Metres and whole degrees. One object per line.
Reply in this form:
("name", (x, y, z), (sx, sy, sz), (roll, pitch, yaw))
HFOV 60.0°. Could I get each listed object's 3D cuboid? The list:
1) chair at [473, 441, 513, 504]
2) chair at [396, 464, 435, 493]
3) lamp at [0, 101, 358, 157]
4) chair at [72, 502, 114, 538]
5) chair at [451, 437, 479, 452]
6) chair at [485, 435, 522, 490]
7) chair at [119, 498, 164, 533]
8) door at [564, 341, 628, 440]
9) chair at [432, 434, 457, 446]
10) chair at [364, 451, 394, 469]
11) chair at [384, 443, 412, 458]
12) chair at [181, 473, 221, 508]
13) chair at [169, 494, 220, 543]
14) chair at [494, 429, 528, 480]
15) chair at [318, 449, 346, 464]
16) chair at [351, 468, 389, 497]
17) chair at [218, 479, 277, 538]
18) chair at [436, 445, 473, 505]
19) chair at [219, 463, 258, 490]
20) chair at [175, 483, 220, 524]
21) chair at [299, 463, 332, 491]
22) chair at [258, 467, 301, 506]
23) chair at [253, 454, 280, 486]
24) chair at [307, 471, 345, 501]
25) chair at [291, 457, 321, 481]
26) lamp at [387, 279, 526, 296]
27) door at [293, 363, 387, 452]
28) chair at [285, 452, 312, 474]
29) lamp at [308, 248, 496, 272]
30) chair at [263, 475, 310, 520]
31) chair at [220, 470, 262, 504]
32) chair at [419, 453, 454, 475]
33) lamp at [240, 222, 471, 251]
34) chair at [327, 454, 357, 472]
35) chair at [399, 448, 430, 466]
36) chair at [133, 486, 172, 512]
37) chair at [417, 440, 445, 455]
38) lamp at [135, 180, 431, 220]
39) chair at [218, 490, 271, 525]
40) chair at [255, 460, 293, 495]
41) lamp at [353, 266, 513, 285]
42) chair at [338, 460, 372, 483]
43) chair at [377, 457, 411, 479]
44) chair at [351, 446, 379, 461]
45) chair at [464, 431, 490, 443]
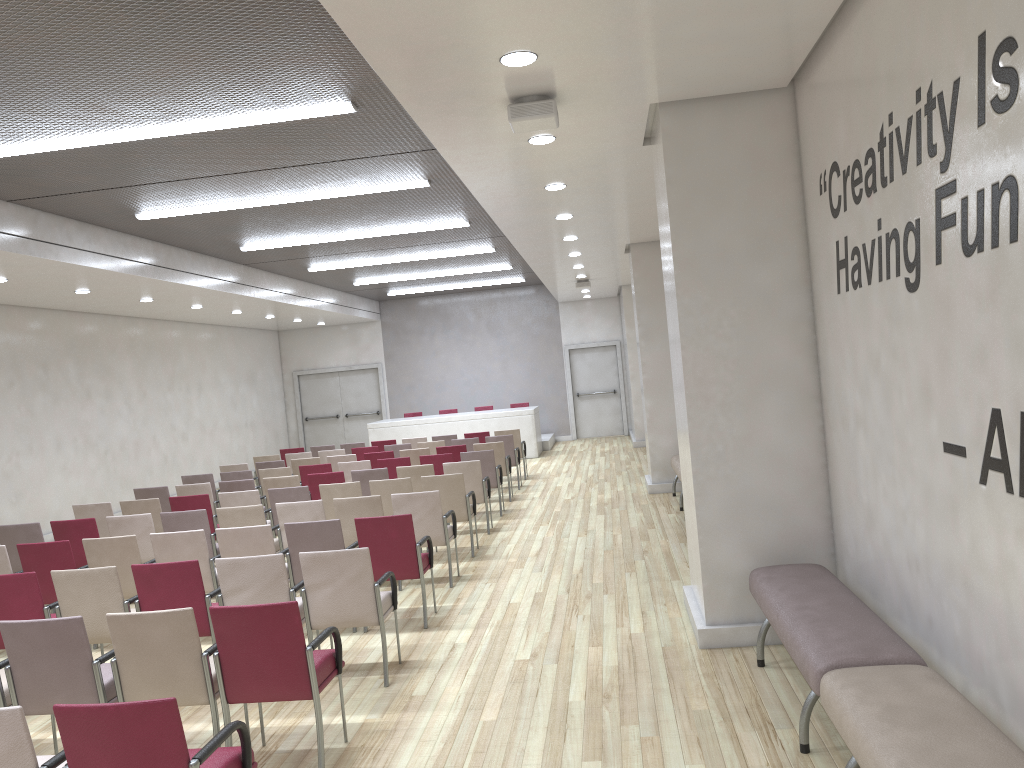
("chair", (-0.275, 1.285, 13.132), (0.513, 0.890, 0.640), (-5, 1, 6))
("chair", (-1.078, 1.395, 10.740), (0.513, 0.890, 0.640), (-5, 1, 6))
("lamp", (-2.822, -1.934, 6.872), (3.304, 0.045, 0.198), (-5, 1, 6))
("chair", (-4.469, 1.725, 9.873), (0.513, 0.890, 0.640), (-5, 1, 7))
("chair", (-0.676, 1.304, 14.403), (0.513, 0.890, 0.640), (-5, 1, 6))
("chair", (-0.133, 1.254, 14.342), (0.513, 0.890, 0.640), (-5, 1, 7))
("chair", (-3.931, 1.675, 9.813), (0.513, 0.890, 0.640), (-5, 1, 6))
("door", (2.131, 0.166, 22.420), (1.400, 2.400, 0.200), (-5, 1, 6))
("chair", (-1.102, 1.325, 15.688), (0.513, 0.890, 0.640), (-5, 1, 7))
("chair", (-1.891, 1.434, 13.298), (0.513, 0.890, 0.640), (-5, 1, 5))
("chair", (-1.766, 1.404, 14.523), (0.513, 0.890, 0.640), (-5, 1, 6))
("chair", (-4.207, 1.664, 12.324), (0.513, 0.890, 0.640), (-5, 1, 5))
("chair", (-3.379, 1.625, 9.751), (0.513, 0.890, 0.640), (-5, 1, 6))
("chair", (-0.016, 1.225, 15.567), (0.513, 0.890, 0.640), (-5, 1, 7))
("chair", (-2.861, 1.504, 14.654), (0.513, 0.890, 0.640), (-5, 1, 5))
("chair", (-1.624, 1.445, 10.807), (0.513, 0.890, 0.640), (-5, 1, 6))
("chair", (-3.249, 1.595, 10.971), (0.513, 0.890, 0.640), (-5, 1, 7))
("chair", (-0.818, 1.335, 13.193), (0.513, 0.890, 0.640), (-5, 1, 6))
("chair", (-4.084, 1.635, 13.535), (0.513, 0.890, 0.640), (-5, 1, 7))
("chair", (-3.793, 1.645, 11.029), (0.513, 0.890, 0.640), (-5, 1, 7))
("chair", (-2.568, 1.514, 12.151), (0.513, 0.890, 0.640), (-5, 1, 6))
("chair", (-3.121, 1.565, 12.201), (0.513, 0.890, 0.640), (-5, 1, 6))
("chair", (-3.945, 1.604, 14.770), (0.513, 0.890, 0.640), (-5, 1, 5))
("chair", (-2.158, 1.494, 10.871), (0.513, 0.890, 0.640), (-5, 1, 6))
("chair", (-2.995, 1.535, 13.430), (0.513, 0.890, 0.640), (-5, 1, 5))
("lamp", (-1.325, -2.281, 21.013), (3.304, 0.045, 0.198), (-5, 1, 6))
("door", (-4.428, 0.768, 23.130), (2.373, 2.400, 0.200), (-5, 1, 6))
("chair", (-3.402, 1.554, 14.701), (0.513, 0.890, 0.640), (-5, 1, 6))
("lamp", (-1.921, -2.143, 15.387), (3.304, 0.045, 0.198), (-5, 1, 6))
("chair", (-2.699, 1.544, 10.909), (0.513, 0.890, 0.640), (-5, 1, 6))
("chair", (-3.658, 1.614, 12.258), (0.513, 0.890, 0.640), (-5, 1, 6))
("chair", (-0.931, 1.363, 11.967), (0.513, 0.890, 0.640), (-5, 1, 6))
("lamp", (-2.224, -2.073, 12.522), (3.304, 0.045, 0.198), (-5, 1, 6))
("chair", (-2.442, 1.484, 13.359), (0.513, 0.890, 0.640), (-5, 1, 7))
("chair", (-1.359, 1.385, 13.251), (0.513, 0.890, 0.640), (-5, 1, 6))
("chair", (-4.331, 1.694, 11.102), (0.513, 0.890, 0.640), (-5, 1, 7))
("chair", (-1.228, 1.354, 14.477), (0.513, 0.890, 0.640), (-5, 1, 6))
("lamp", (-2.521, -2.004, 9.718), (3.304, 0.045, 0.198), (-5, 1, 6))
("chair", (-2.838, 1.575, 9.705), (0.513, 0.890, 0.640), (-5, 1, 6))
("chair", (-3.533, 1.584, 13.477), (0.513, 0.890, 0.640), (-5, 1, 6))
("lamp", (-1.625, -2.211, 18.178), (3.304, 0.045, 0.198), (-5, 1, 6))
("chair", (-2.033, 1.465, 12.085), (0.513, 0.890, 0.640), (-5, 1, 6))
("chair", (-1.495, 1.415, 12.019), (0.513, 0.890, 0.640), (-5, 1, 7))
("chair", (-2.306, 1.453, 14.597), (0.513, 0.890, 0.640), (-5, 1, 6))
("chair", (-0.543, 1.274, 15.629), (0.513, 0.890, 0.640), (-5, 1, 6))
